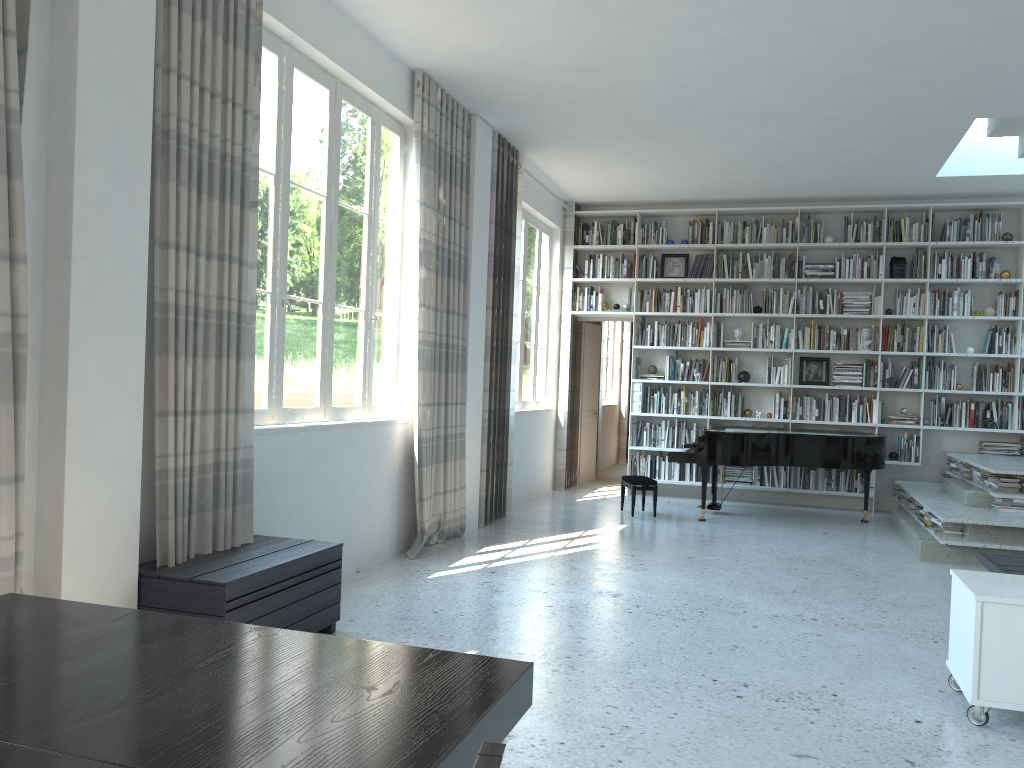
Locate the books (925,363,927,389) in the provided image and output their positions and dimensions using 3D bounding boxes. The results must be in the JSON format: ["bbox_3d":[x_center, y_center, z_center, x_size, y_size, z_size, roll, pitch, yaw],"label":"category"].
[{"bbox_3d":[4.209,-0.076,9.036,0.010,0.266,0.158,2,1,17],"label":"books"}]

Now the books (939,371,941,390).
[{"bbox_3d":[4.330,-0.032,8.994,0.013,0.186,0.183,2,1,17],"label":"books"}]

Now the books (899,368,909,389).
[{"bbox_3d":[4.019,-0.054,9.105,0.090,0.212,0.143,2,1,17],"label":"books"}]

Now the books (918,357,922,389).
[{"bbox_3d":[4.159,-0.108,9.050,0.014,0.325,0.182,2,1,17],"label":"books"}]

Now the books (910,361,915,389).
[{"bbox_3d":[4.101,-0.090,9.081,0.013,0.286,0.138,2,1,17],"label":"books"}]

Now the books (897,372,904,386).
[{"bbox_3d":[3.986,-0.060,9.113,0.088,0.220,0.138,2,1,17],"label":"books"}]

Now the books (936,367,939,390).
[{"bbox_3d":[4.305,-0.053,8.994,0.011,0.226,0.188,2,1,17],"label":"books"}]

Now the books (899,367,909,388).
[{"bbox_3d":[4.011,-0.061,9.112,0.095,0.226,0.144,2,1,17],"label":"books"}]

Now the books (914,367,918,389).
[{"bbox_3d":[4.114,-0.058,9.055,0.029,0.223,0.171,2,1,17],"label":"books"}]

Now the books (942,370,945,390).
[{"bbox_3d":[4.367,-0.039,8.999,0.013,0.203,0.167,2,1,17],"label":"books"}]

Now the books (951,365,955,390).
[{"bbox_3d":[4.455,-0.064,8.968,0.014,0.261,0.142,2,1,17],"label":"books"}]

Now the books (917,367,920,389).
[{"bbox_3d":[4.142,-0.059,9.059,0.021,0.226,0.148,2,1,17],"label":"books"}]

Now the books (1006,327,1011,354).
[{"bbox_3d":[4.917,-0.421,8.804,0.012,0.273,0.183,2,1,17],"label":"books"}]

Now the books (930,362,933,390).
[{"bbox_3d":[4.260,-0.082,9.024,0.006,0.281,0.155,2,1,17],"label":"books"}]

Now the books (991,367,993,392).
[{"bbox_3d":[4.793,-0.044,8.876,0.030,0.244,0.135,2,1,17],"label":"books"}]

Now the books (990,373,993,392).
[{"bbox_3d":[4.765,-0.014,8.854,0.018,0.182,0.182,2,1,17],"label":"books"}]

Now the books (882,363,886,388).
[{"bbox_3d":[3.835,-0.084,9.163,0.028,0.253,0.142,2,1,17],"label":"books"}]

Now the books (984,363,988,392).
[{"bbox_3d":[4.745,-0.066,8.887,0.007,0.285,0.159,2,1,17],"label":"books"}]

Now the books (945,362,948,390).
[{"bbox_3d":[4.400,-0.079,8.993,0.006,0.285,0.159,2,1,17],"label":"books"}]

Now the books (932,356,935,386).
[{"bbox_3d":[4.284,-0.111,9.034,0.007,0.342,0.149,2,1,17],"label":"books"}]

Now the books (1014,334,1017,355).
[{"bbox_3d":[4.974,-0.388,8.807,0.023,0.212,0.164,2,1,17],"label":"books"}]

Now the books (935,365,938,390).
[{"bbox_3d":[4.297,-0.064,9.007,0.013,0.249,0.165,2,1,17],"label":"books"}]

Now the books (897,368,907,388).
[{"bbox_3d":[3.989,-0.054,9.097,0.089,0.210,0.175,2,1,17],"label":"books"}]

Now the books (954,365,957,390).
[{"bbox_3d":[4.468,-0.059,8.965,0.013,0.251,0.172,2,1,17],"label":"books"}]

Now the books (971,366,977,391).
[{"bbox_3d":[4.644,-0.053,8.914,0.019,0.252,0.130,2,1,17],"label":"books"}]

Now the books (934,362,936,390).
[{"bbox_3d":[4.288,-0.082,9.007,0.005,0.284,0.159,2,1,17],"label":"books"}]

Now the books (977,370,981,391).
[{"bbox_3d":[4.670,-0.034,8.890,0.015,0.216,0.177,2,1,17],"label":"books"}]

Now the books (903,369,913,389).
[{"bbox_3d":[4.049,-0.048,9.092,0.091,0.205,0.169,2,1,17],"label":"books"}]

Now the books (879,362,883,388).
[{"bbox_3d":[3.812,-0.090,9.174,0.024,0.263,0.154,2,1,17],"label":"books"}]

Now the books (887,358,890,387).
[{"bbox_3d":[3.880,-0.109,9.143,0.013,0.307,0.141,2,1,17],"label":"books"}]

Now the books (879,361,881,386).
[{"bbox_3d":[3.795,-0.101,9.179,0.012,0.285,0.159,2,1,17],"label":"books"}]

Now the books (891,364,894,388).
[{"bbox_3d":[3.917,-0.079,9.143,0.035,0.248,0.141,2,1,17],"label":"books"}]

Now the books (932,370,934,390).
[{"bbox_3d":[4.269,-0.043,9.029,0.013,0.204,0.154,2,1,17],"label":"books"}]

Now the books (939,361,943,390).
[{"bbox_3d":[4.344,-0.087,8.988,0.014,0.297,0.175,2,1,17],"label":"books"}]

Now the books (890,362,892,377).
[{"bbox_3d":[3.894,-0.088,9.149,0.012,0.266,0.157,2,1,17],"label":"books"}]

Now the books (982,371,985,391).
[{"bbox_3d":[4.724,-0.029,8.908,0.031,0.208,0.122,2,1,17],"label":"books"}]

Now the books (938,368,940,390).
[{"bbox_3d":[4.320,-0.048,9.003,0.013,0.218,0.160,2,1,17],"label":"books"}]

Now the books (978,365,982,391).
[{"bbox_3d":[4.690,-0.057,8.899,0.015,0.262,0.149,2,1,17],"label":"books"}]

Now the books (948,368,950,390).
[{"bbox_3d":[4.418,-0.047,8.988,0.008,0.223,0.133,2,1,17],"label":"books"}]

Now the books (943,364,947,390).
[{"bbox_3d":[4.376,-0.070,8.984,0.012,0.267,0.183,2,1,17],"label":"books"}]

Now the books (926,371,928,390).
[{"bbox_3d":[4.222,-0.037,9.043,0.015,0.188,0.168,2,1,17],"label":"books"}]

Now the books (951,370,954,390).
[{"bbox_3d":[4.439,-0.038,8.968,0.014,0.207,0.180,2,1,17],"label":"books"}]

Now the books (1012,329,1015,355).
[{"bbox_3d":[4.954,-0.409,8.797,0.011,0.252,0.169,2,1,17],"label":"books"}]

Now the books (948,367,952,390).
[{"bbox_3d":[4.426,-0.054,8.975,0.015,0.238,0.176,2,1,17],"label":"books"}]

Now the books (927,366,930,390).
[{"bbox_3d":[4.238,-0.062,9.047,0.011,0.239,0.136,2,1,17],"label":"books"}]

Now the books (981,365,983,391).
[{"bbox_3d":[4.701,-0.055,8.895,0.008,0.259,0.158,2,1,17],"label":"books"}]

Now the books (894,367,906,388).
[{"bbox_3d":[3.972,-0.064,9.098,0.095,0.228,0.190,2,1,17],"label":"books"}]

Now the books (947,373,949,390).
[{"bbox_3d":[4.407,-0.025,8.990,0.013,0.179,0.140,2,1,17],"label":"books"}]

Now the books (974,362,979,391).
[{"bbox_3d":[4.665,-0.071,8.921,0.016,0.290,0.131,2,1,17],"label":"books"}]

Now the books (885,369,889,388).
[{"bbox_3d":[3.855,-0.053,9.136,0.027,0.192,0.182,2,1,17],"label":"books"}]

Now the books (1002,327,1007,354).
[{"bbox_3d":[4.902,-0.422,8.832,0.032,0.274,0.154,2,1,17],"label":"books"}]

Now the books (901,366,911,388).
[{"bbox_3d":[4.034,-0.068,9.098,0.094,0.238,0.149,2,1,17],"label":"books"}]

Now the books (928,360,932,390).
[{"bbox_3d":[4.249,-0.089,9.029,0.018,0.295,0.177,2,1,17],"label":"books"}]

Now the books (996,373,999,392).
[{"bbox_3d":[4.822,-0.012,8.842,0.019,0.183,0.190,2,0,17],"label":"books"}]

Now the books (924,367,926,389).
[{"bbox_3d":[4.200,-0.057,9.045,0.012,0.226,0.147,2,1,17],"label":"books"}]

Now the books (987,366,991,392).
[{"bbox_3d":[4.749,-0.049,8.859,0.018,0.251,0.184,2,1,17],"label":"books"}]

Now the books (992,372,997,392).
[{"bbox_3d":[4.808,-0.019,8.851,0.015,0.195,0.175,2,1,17],"label":"books"}]

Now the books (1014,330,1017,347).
[{"bbox_3d":[4.987,-0.404,8.793,0.010,0.245,0.158,2,1,17],"label":"books"}]

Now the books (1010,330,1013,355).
[{"bbox_3d":[4.947,-0.405,8.817,0.013,0.245,0.158,2,1,17],"label":"books"}]

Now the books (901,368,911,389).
[{"bbox_3d":[4.041,-0.055,9.106,0.090,0.215,0.139,2,1,17],"label":"books"}]
